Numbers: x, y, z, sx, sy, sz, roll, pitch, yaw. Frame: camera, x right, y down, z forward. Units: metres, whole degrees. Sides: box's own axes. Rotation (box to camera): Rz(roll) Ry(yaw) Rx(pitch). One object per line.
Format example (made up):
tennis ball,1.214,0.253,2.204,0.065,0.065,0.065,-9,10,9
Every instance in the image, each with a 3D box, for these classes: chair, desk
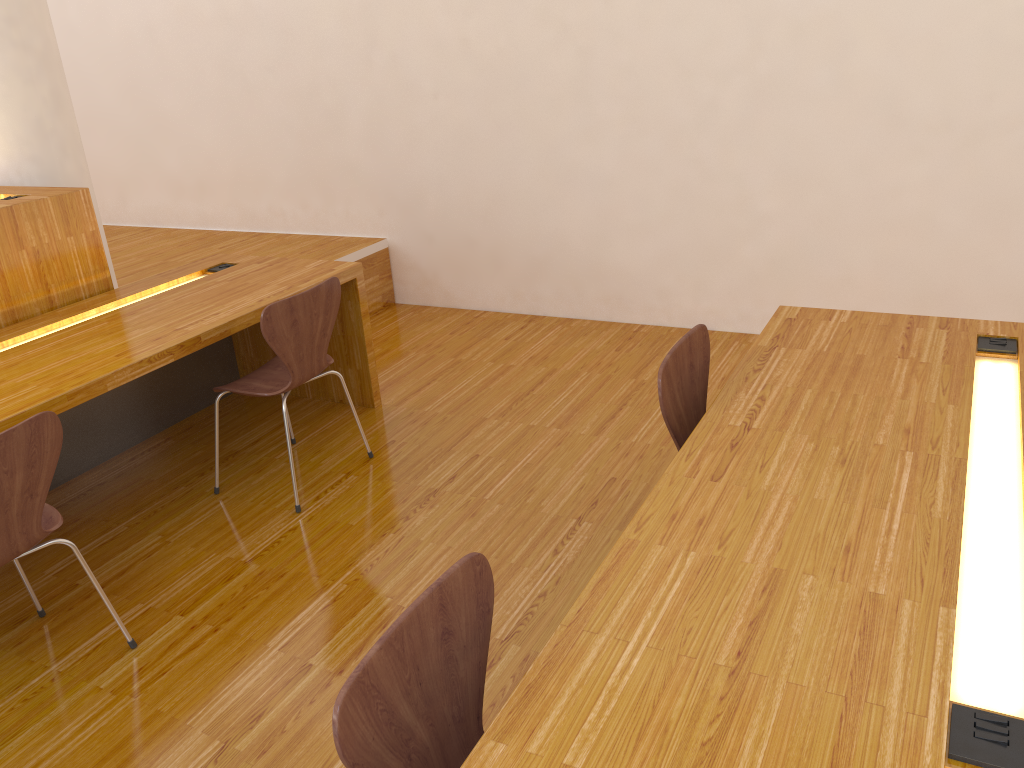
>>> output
chair,0.582,0.245,2.161,0.381,0.693,0.428,7,25,26
chair,0.043,0.654,1.269,0.381,0.693,0.428,7,25,26
desk,0.662,0.861,1.185,1.285,0.918,3.236,7,25,26
chair,-0.790,0.002,3.014,0.381,0.693,0.428,7,25,26
chair,-1.261,0.420,2.088,0.381,0.693,0.428,7,25,26
desk,-3.110,-0.476,3.749,3.185,0.606,0.760,7,25,26
desk,-1.619,0.350,2.453,0.760,0.606,3.185,7,25,26
